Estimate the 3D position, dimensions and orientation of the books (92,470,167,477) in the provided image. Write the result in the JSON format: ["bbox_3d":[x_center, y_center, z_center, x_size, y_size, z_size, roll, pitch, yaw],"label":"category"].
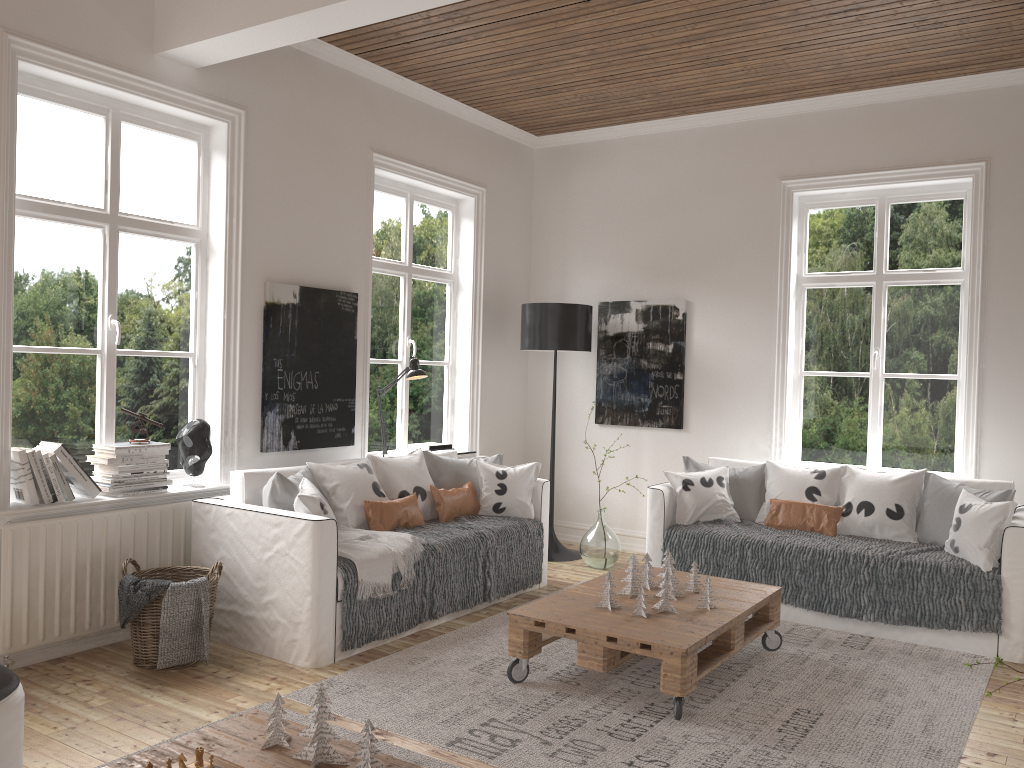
[{"bbox_3d":[-1.794,0.413,4.170,0.159,0.012,0.285,2,1,33],"label":"books"}]

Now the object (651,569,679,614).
[{"bbox_3d":[0.646,0.864,3.727,0.097,0.178,0.103,2,1,-4],"label":"object"}]

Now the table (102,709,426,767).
[{"bbox_3d":[-0.738,1.095,1.839,0.821,0.300,1.189,2,1,33],"label":"table"}]

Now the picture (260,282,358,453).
[{"bbox_3d":[-1.131,-0.088,5.007,0.041,0.908,0.680,2,1,33],"label":"picture"}]

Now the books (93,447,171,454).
[{"bbox_3d":[-1.788,0.305,4.171,0.182,0.016,0.288,2,1,33],"label":"books"}]

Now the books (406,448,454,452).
[{"bbox_3d":[-0.554,0.448,6.031,0.212,0.023,0.258,2,1,33],"label":"books"}]

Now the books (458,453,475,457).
[{"bbox_3d":[-0.403,0.495,6.254,0.187,0.014,0.248,2,1,31],"label":"books"}]

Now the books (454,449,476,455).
[{"bbox_3d":[-0.407,0.482,6.259,0.202,0.012,0.251,2,1,35],"label":"books"}]

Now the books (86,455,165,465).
[{"bbox_3d":[-1.813,0.346,4.165,0.180,0.028,0.296,2,1,33],"label":"books"}]

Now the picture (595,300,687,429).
[{"bbox_3d":[0.924,-0.147,6.410,0.680,0.908,0.041,2,1,33],"label":"picture"}]

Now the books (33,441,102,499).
[{"bbox_3d":[-1.963,0.380,3.917,0.176,0.255,0.226,2,1,33],"label":"books"}]

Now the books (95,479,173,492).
[{"bbox_3d":[-1.795,0.472,4.174,0.176,0.025,0.331,2,1,33],"label":"books"}]

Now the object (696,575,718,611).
[{"bbox_3d":[0.834,0.886,3.785,0.072,0.142,0.073,2,1,41],"label":"object"}]

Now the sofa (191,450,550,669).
[{"bbox_3d":[-0.648,0.811,4.794,0.866,0.776,1.960,2,1,33],"label":"sofa"}]

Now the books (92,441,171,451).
[{"bbox_3d":[-1.782,0.289,4.160,0.182,0.016,0.288,2,1,33],"label":"books"}]

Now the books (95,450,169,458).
[{"bbox_3d":[-1.788,0.323,4.173,0.174,0.021,0.273,2,1,33],"label":"books"}]

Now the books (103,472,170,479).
[{"bbox_3d":[-1.776,0.425,4.184,0.161,0.013,0.256,2,1,33],"label":"books"}]

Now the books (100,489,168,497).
[{"bbox_3d":[-1.784,0.504,4.181,0.161,0.012,0.254,2,1,33],"label":"books"}]

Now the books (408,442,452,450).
[{"bbox_3d":[-0.556,0.423,6.021,0.190,0.028,0.239,2,1,35],"label":"books"}]

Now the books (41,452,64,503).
[{"bbox_3d":[-2.023,0.398,3.829,0.161,0.218,0.101,2,1,33],"label":"books"}]

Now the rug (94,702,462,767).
[{"bbox_3d":[-0.675,1.248,1.730,2.254,0.003,2.474,2,1,33],"label":"rug"}]

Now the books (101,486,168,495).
[{"bbox_3d":[-1.789,0.491,4.166,0.159,0.012,0.285,2,1,33],"label":"books"}]

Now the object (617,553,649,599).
[{"bbox_3d":[0.540,0.849,3.969,0.112,0.193,0.106,1,1,-29],"label":"object"}]

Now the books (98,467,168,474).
[{"bbox_3d":[-1.783,0.401,4.176,0.161,0.012,0.254,2,1,33],"label":"books"}]

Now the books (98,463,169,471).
[{"bbox_3d":[-1.786,0.385,4.186,0.167,0.017,0.263,2,1,33],"label":"books"}]

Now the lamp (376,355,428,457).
[{"bbox_3d":[-0.709,0.167,5.584,0.439,0.703,0.196,2,1,33],"label":"lamp"}]

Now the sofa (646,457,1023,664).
[{"bbox_3d":[1.811,0.877,4.973,1.960,0.776,0.866,2,1,33],"label":"sofa"}]

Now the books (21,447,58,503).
[{"bbox_3d":[-2.036,0.391,3.802,0.152,0.232,0.104,2,1,33],"label":"books"}]

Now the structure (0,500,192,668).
[{"bbox_3d":[-1.744,0.973,4.090,0.095,0.829,1.223,2,1,33],"label":"structure"}]

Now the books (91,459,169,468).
[{"bbox_3d":[-1.802,0.368,4.186,0.182,0.016,0.288,2,1,33],"label":"books"}]

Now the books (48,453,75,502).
[{"bbox_3d":[-1.998,0.401,3.858,0.161,0.213,0.118,2,1,33],"label":"books"}]

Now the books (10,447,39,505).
[{"bbox_3d":[-2.084,0.387,3.743,0.172,0.239,0.093,2,1,33],"label":"books"}]

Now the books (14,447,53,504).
[{"bbox_3d":[-2.052,0.390,3.774,0.172,0.235,0.112,2,1,33],"label":"books"}]

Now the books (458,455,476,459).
[{"bbox_3d":[-0.401,0.509,6.257,0.187,0.014,0.253,2,1,33],"label":"books"}]

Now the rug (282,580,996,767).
[{"bbox_3d":[0.726,1.252,3.860,2.254,0.003,2.474,2,1,33],"label":"rug"}]

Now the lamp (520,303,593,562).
[{"bbox_3d":[0.292,0.325,6.249,0.499,1.754,0.499,2,1,30],"label":"lamp"}]

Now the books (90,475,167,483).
[{"bbox_3d":[-1.809,0.439,4.178,0.182,0.016,0.288,2,1,33],"label":"books"}]

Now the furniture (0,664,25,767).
[{"bbox_3d":[-1.595,0.997,2.360,0.518,0.430,0.518,1,1,-36],"label":"furniture"}]

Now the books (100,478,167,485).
[{"bbox_3d":[-1.788,0.453,4.184,0.161,0.013,0.254,2,1,33],"label":"books"}]

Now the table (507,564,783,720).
[{"bbox_3d":[0.620,1.099,3.925,0.821,0.300,1.189,2,1,33],"label":"table"}]
